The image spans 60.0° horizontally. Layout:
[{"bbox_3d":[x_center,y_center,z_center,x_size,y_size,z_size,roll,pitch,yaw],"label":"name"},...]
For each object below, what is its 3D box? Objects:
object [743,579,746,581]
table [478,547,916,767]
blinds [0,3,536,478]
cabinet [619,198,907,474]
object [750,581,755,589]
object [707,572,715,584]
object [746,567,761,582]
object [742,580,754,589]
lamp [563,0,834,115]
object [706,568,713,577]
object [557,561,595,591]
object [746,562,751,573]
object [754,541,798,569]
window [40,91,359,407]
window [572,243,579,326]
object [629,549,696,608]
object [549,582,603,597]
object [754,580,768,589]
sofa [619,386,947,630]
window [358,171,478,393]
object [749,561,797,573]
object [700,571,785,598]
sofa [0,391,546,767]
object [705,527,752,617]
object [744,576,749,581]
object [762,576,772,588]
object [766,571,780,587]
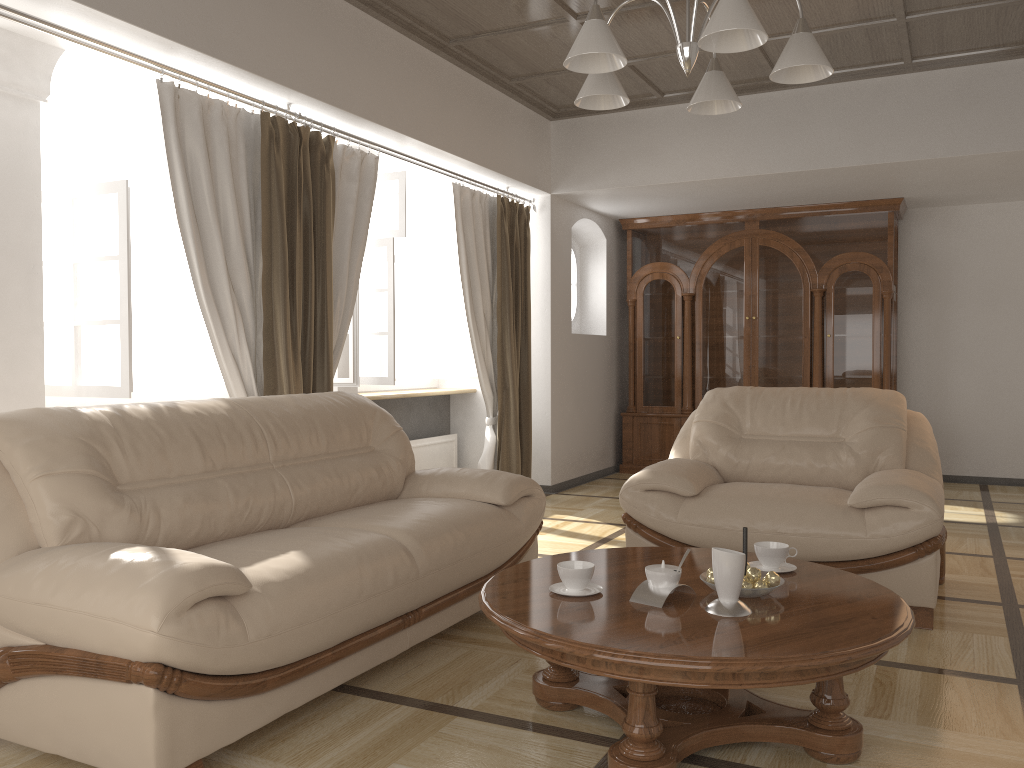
[{"bbox_3d":[0.630,0.555,2.451,0.039,0.038,0.041,-1,2,-21],"label":"object"},{"bbox_3d":[0.491,0.772,2.494,1.167,0.392,1.169,1,2,22],"label":"table"},{"bbox_3d":[-1.117,-0.232,4.286,0.285,2.294,5.765,1,2,27],"label":"blinds"},{"bbox_3d":[2.144,-0.334,7.760,2.360,2.298,0.587,1,2,27],"label":"cabinet"},{"bbox_3d":[0.667,0.555,2.439,0.040,0.038,0.041,-1,2,-35],"label":"object"},{"bbox_3d":[0.563,0.542,2.461,0.041,0.038,0.039,-1,2,-20],"label":"object"},{"bbox_3d":[0.659,0.520,2.420,0.037,0.041,0.040,-2,2,-40],"label":"object"},{"bbox_3d":[0.638,0.554,2.409,0.039,0.040,0.038,0,2,17],"label":"object"},{"bbox_3d":[0.496,-1.385,2.457,0.741,1.094,0.713,1,2,26],"label":"lamp"},{"bbox_3d":[0.568,0.537,2.500,0.040,0.040,0.038,0,2,6],"label":"object"},{"bbox_3d":[0.177,0.538,2.471,0.105,0.071,0.114,-1,2,-13],"label":"object"},{"bbox_3d":[0.652,0.518,2.497,0.038,0.044,0.038,1,2,33],"label":"object"},{"bbox_3d":[0.800,0.529,2.719,0.114,0.071,0.105,1,2,42],"label":"object"},{"bbox_3d":[-1.604,-0.637,4.614,0.784,1.500,1.759,1,2,26],"label":"window"},{"bbox_3d":[0.439,-0.864,7.647,0.050,0.784,0.600,1,2,27],"label":"window"},{"bbox_3d":[0.410,0.513,2.395,0.104,0.133,0.178,1,2,42],"label":"object"},{"bbox_3d":[0.178,0.573,2.467,0.150,0.010,0.150,0,2,12],"label":"object"},{"bbox_3d":[0.674,0.549,2.398,0.039,0.039,0.041,0,2,4],"label":"object"},{"bbox_3d":[1.272,0.471,4.085,1.318,0.900,1.052,1,2,26],"label":"sofa"},{"bbox_3d":[-0.704,-0.689,6.388,0.782,1.500,1.653,1,2,27],"label":"window"},{"bbox_3d":[0.796,0.564,2.723,0.150,0.010,0.150,0,2,16],"label":"object"},{"bbox_3d":[0.636,0.557,2.456,0.227,0.039,0.227,-1,2,-38],"label":"object"},{"bbox_3d":[-0.769,0.504,3.129,1.051,0.900,2.135,1,2,27],"label":"sofa"},{"bbox_3d":[0.556,0.477,2.278,0.119,0.210,0.119,0,2,4],"label":"object"},{"bbox_3d":[0.660,0.553,2.479,0.040,0.039,0.039,0,2,16],"label":"object"},{"bbox_3d":[0.704,0.546,2.431,0.038,0.041,0.041,0,2,11],"label":"object"},{"bbox_3d":[0.706,0.527,2.397,0.038,0.042,0.038,1,2,35],"label":"object"}]
